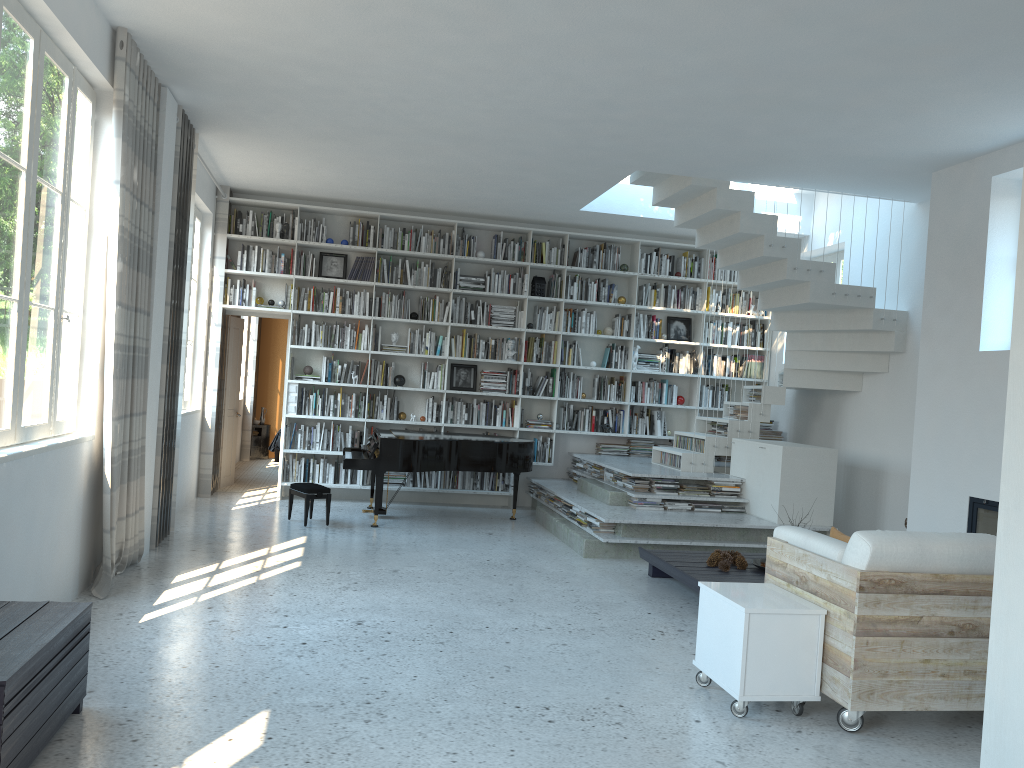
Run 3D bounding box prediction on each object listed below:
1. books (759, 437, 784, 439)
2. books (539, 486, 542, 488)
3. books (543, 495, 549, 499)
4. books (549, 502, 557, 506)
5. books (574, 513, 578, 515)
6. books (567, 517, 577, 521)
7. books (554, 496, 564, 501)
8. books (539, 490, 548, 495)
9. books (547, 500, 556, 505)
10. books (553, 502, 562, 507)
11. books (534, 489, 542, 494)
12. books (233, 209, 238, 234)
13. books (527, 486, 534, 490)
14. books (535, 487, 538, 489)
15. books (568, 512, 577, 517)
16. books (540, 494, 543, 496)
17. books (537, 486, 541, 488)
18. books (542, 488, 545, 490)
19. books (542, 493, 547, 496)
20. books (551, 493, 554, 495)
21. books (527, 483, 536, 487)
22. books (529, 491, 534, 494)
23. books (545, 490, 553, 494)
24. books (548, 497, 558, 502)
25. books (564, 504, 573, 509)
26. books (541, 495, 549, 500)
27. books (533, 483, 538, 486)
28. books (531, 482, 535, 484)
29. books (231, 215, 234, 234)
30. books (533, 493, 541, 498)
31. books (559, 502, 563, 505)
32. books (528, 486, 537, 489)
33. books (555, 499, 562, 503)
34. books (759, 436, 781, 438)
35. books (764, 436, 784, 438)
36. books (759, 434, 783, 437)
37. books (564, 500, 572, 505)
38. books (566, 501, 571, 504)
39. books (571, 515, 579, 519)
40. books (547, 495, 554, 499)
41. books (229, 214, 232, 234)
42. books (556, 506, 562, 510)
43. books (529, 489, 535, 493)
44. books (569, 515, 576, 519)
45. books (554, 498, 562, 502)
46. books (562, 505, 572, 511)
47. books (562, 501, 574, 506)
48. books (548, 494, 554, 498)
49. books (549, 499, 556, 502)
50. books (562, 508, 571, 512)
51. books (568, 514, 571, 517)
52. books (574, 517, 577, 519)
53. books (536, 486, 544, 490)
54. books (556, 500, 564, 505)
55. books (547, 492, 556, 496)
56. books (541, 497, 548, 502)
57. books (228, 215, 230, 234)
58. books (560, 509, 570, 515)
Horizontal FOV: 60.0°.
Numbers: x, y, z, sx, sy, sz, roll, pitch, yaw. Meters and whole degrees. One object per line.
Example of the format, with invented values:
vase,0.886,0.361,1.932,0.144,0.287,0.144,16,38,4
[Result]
books,2.872,0.601,9.912,0.296,0.013,0.128,4,0,-13
books,0.381,1.129,9.692,0.135,0.014,0.297,4,0,-10
books,0.430,1.196,9.389,0.149,0.007,0.300,4,0,-11
books,0.478,1.235,9.082,0.157,0.014,0.180,4,0,-14
books,0.648,1.189,8.171,0.171,0.007,0.260,4,0,-8
books,0.632,1.247,8.170,0.193,0.005,0.224,4,0,-15
books,0.531,1.136,8.774,0.179,0.012,0.249,4,0,-14
books,0.413,1.151,9.385,0.180,0.015,0.294,4,0,-13
books,0.475,1.214,9.081,0.159,0.012,0.292,4,0,-14
books,0.529,1.194,8.775,0.182,0.013,0.287,4,0,-10
books,0.346,1.180,9.686,0.191,0.028,0.212,4,0,-7
books,-2.933,-1.700,9.397,0.014,0.286,0.175,4,0,-11
books,0.295,1.178,9.975,0.177,0.012,0.278,4,0,-15
books,0.322,1.158,9.980,0.136,0.013,0.258,4,0,-13
books,0.640,1.208,8.170,0.189,0.013,0.215,4,0,-13
books,0.365,1.201,9.690,0.147,0.012,0.206,4,0,-16
books,0.376,1.138,9.691,0.126,0.005,0.290,4,0,-16
books,0.425,1.123,9.387,0.159,0.006,0.285,4,0,-9
books,0.415,1.169,9.386,0.171,0.020,0.193,4,0,-7
books,0.480,1.118,9.080,0.174,0.011,0.227,4,0,-12
books,0.292,1.143,9.974,0.191,0.013,0.243,4,0,-15
books,0.304,1.226,9.978,0.171,0.016,0.241,4,0,-11
books,0.466,1.109,9.077,0.193,0.005,0.224,4,0,-15
books,0.477,1.182,9.081,0.159,0.011,0.246,4,0,-15
books,0.604,1.168,8.474,0.142,0.017,0.239,4,0,-15
books,0.416,1.205,9.387,0.172,0.014,0.221,4,0,-10
books,0.327,1.130,9.980,0.133,0.017,0.231,4,0,-10
books,0.314,1.113,9.977,0.158,0.014,0.234,4,0,-13
books,-2.955,-1.670,9.403,0.023,0.223,0.151,4,0,-11
books,0.351,1.221,9.688,0.189,0.030,0.237,4,0,-11
books,0.552,1.182,8.779,0.140,0.013,0.180,4,0,-10
books,0.298,1.168,9.976,0.188,0.009,0.211,4,0,-12
books,0.540,1.161,8.777,0.169,0.009,0.241,4,0,-11
books,2.872,0.591,9.917,0.250,0.007,0.131,4,0,-7
books,2.872,0.585,9.921,0.295,0.006,0.146,4,0,-13
books,2.868,0.576,9.940,0.278,0.012,0.177,4,0,-7
books,0.607,1.133,8.474,0.157,0.007,0.268,4,0,-11
books,0.604,1.126,8.473,0.160,0.008,0.239,4,0,-10
books,0.645,1.219,8.172,0.180,0.008,0.267,4,0,-12
books,0.473,1.159,9.080,0.169,0.009,0.241,4,0,-15
books,-2.980,-1.674,9.409,0.024,0.228,0.129,4,0,-11
books,0.529,1.232,8.776,0.161,0.008,0.254,4,0,-6
books,0.295,1.203,9.976,0.179,0.012,0.261,4,0,-8
books,0.649,1.235,8.172,0.171,0.005,0.297,4,0,-12
books,0.533,1.150,8.775,0.165,0.014,0.235,4,0,-16
books,0.591,1.188,8.472,0.160,0.025,0.244,4,0,-16
books,0.593,1.143,8.471,0.170,0.014,0.281,4,0,-14
books,0.468,1.146,9.078,0.182,0.016,0.199,4,0,-6
books,0.481,1.202,9.082,0.165,0.012,0.205,4,0,-11
books,0.588,1.206,8.472,0.177,0.011,0.220,4,0,-9
books,0.597,1.242,8.474,0.142,0.012,0.291,4,0,-7
books,0.651,1.228,8.173,0.159,0.009,0.275,4,0,-8
books,0.366,1.144,9.689,0.160,0.009,0.291,4,0,-9
books,0.544,1.171,8.778,0.155,0.009,0.297,4,0,-10
books,0.476,1.131,9.079,0.171,0.015,0.252,4,0,-14
books,0.408,1.225,9.386,0.177,0.026,0.230,4,0,-8
books,-2.994,-1.670,9.384,0.014,0.219,0.188,4,0,-11
books,0.578,1.223,8.470,0.189,0.009,0.290,4,0,-8
